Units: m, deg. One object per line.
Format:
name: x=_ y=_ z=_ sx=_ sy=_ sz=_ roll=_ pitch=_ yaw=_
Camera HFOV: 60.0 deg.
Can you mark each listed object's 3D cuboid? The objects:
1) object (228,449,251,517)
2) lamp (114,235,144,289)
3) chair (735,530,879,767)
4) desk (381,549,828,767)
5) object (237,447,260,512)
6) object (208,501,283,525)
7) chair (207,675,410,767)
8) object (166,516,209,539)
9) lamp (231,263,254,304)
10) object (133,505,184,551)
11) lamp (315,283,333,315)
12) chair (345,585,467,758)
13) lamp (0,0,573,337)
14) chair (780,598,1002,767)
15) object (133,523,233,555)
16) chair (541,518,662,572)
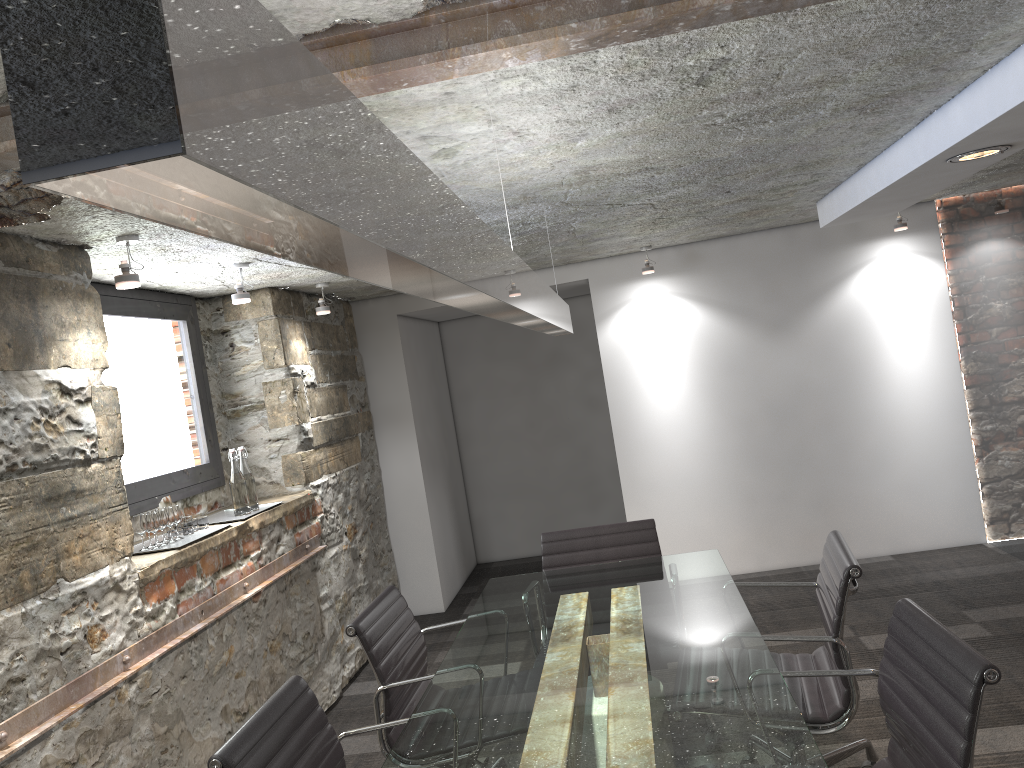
object: x=-1.231 y=0.440 z=3.978 sx=0.073 sy=0.300 sz=0.073 roll=-9 pitch=1 yaw=-24
lamp: x=-1.250 y=-0.396 z=2.884 sx=0.077 sy=0.165 sz=0.098 roll=-8 pitch=1 yaw=40
chair: x=0.809 y=0.946 z=2.761 sx=0.667 sy=0.837 sz=0.693 roll=-9 pitch=1 yaw=5
desk: x=0.224 y=1.115 z=1.955 sx=0.909 sy=0.711 sz=3.154 roll=-9 pitch=1 yaw=7
object: x=-1.220 y=0.437 z=4.070 sx=0.073 sy=0.300 sz=0.073 roll=-9 pitch=1 yaw=-24
object: x=-1.266 y=0.593 z=4.029 sx=0.310 sy=0.007 sz=0.457 roll=-9 pitch=1 yaw=7
chair: x=-0.250 y=1.126 z=2.026 sx=0.667 sy=0.837 sz=0.693 roll=-9 pitch=1 yaw=-2
object: x=-1.318 y=0.569 z=3.580 sx=0.111 sy=0.072 sz=0.191 roll=-9 pitch=1 yaw=14
lamp: x=-1.146 y=-0.425 z=3.748 sx=0.077 sy=0.165 sz=0.098 roll=-8 pitch=1 yaw=40
object: x=-1.342 y=0.545 z=3.365 sx=0.108 sy=0.131 sz=0.218 roll=-9 pitch=1 yaw=5
lamp: x=-1.021 y=-0.459 z=4.783 sx=0.077 sy=0.165 sz=0.098 roll=-8 pitch=1 yaw=40
chair: x=-0.128 y=1.094 z=2.896 sx=0.667 sy=0.837 sz=0.693 roll=-9 pitch=1 yaw=-1
lamp: x=-0.024 y=-0.400 z=1.933 sx=0.073 sy=0.524 sz=3.159 roll=-9 pitch=1 yaw=7
chair: x=0.711 y=0.973 z=1.920 sx=0.667 sy=0.837 sz=0.693 roll=-9 pitch=1 yaw=-3
object: x=-1.333 y=0.612 z=3.470 sx=0.310 sy=0.007 sz=0.457 roll=-9 pitch=1 yaw=7
chair: x=0.377 y=1.006 z=3.382 sx=0.693 sy=0.837 sz=0.667 roll=-9 pitch=1 yaw=-1
